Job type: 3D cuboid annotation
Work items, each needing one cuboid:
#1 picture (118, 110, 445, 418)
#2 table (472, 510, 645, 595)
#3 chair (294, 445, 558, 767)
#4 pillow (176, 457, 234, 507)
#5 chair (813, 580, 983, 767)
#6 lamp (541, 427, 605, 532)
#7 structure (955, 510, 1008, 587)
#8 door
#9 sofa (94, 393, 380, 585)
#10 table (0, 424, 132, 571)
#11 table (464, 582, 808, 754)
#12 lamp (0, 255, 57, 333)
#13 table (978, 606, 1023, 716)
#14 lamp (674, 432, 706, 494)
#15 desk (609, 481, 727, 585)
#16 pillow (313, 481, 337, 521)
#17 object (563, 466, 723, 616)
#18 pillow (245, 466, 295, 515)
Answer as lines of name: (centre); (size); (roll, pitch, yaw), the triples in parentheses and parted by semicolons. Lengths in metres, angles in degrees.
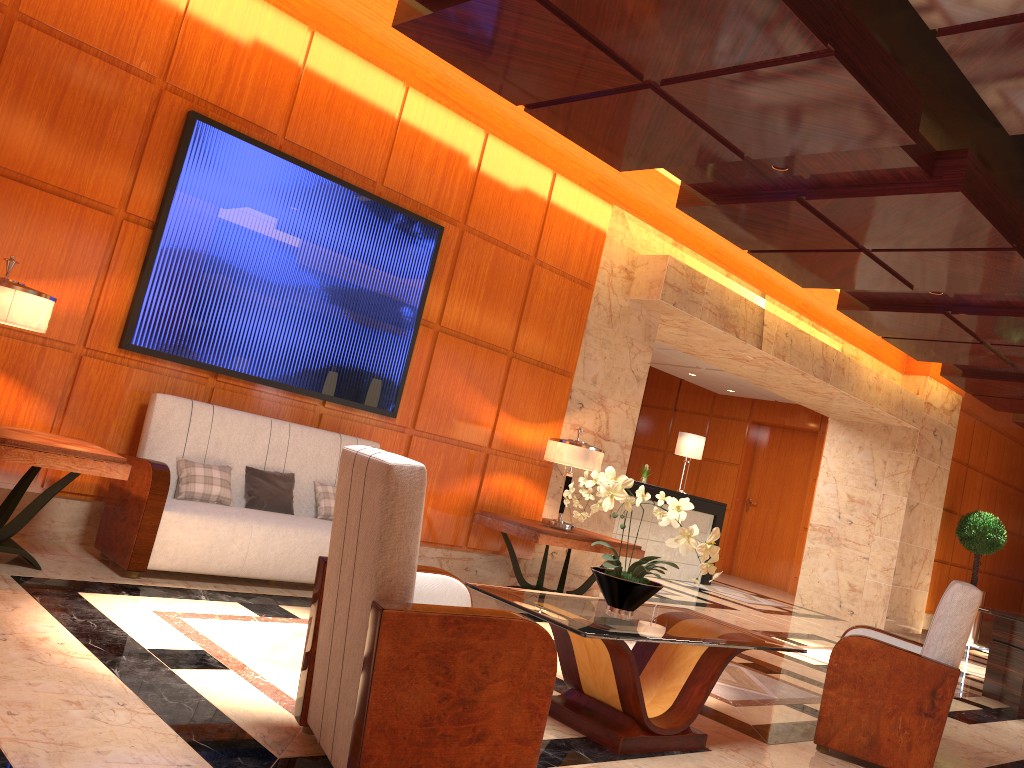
picture: (-1.374, -0.683, 5.808); (1.983, 1.459, 0.057); (19, -9, -43)
table: (0.329, 1.438, 6.960); (1.262, 0.609, 0.727); (18, -8, -43)
chair: (-0.283, 0.731, 2.766); (0.626, 0.965, 0.737); (16, -7, -24)
pillow: (-1.750, 0.562, 5.055); (0.342, 0.228, 0.195); (18, -7, -38)
chair: (1.983, 1.433, 4.568); (0.630, 0.965, 0.732); (10, -7, 25)
lamp: (0.446, 0.728, 6.906); (0.456, 0.814, 0.459); (18, -8, -34)
structure: (6.994, 2.752, 13.369); (0.723, 1.720, 0.716); (10, -7, 25)
door: (4.429, 2.041, 14.989); (1.289, 2.709, 0.338); (6, -10, 46)
sofa: (-1.415, 0.697, 5.329); (1.787, 0.937, 0.614); (18, -8, -42)
table: (-2.591, 0.487, 4.102); (1.262, 0.609, 0.727); (18, -8, -43)
table: (0.538, 1.281, 3.911); (1.550, 0.498, 0.724); (18, -7, -40)
lamp: (-2.425, -0.216, 4.095); (0.459, 0.797, 0.456); (12, -7, 9)
table: (4.813, 2.487, 7.500); (1.590, 0.748, 1.604); (18, -7, -43)
lamp: (2.428, 1.110, 12.336); (0.371, 0.824, 0.372); (16, -7, -18)
desk: (1.547, 1.856, 11.675); (2.906, 1.146, 0.943); (18, -8, -43)
pillow: (-1.137, 0.766, 5.646); (0.271, 0.231, 0.202); (18, -8, -40)
object: (0.547, 0.709, 3.940); (0.790, 0.620, 0.414); (11, -7, 24)
pillow: (-1.467, 0.648, 5.371); (0.160, 0.254, 0.355); (7, -8, 43)
